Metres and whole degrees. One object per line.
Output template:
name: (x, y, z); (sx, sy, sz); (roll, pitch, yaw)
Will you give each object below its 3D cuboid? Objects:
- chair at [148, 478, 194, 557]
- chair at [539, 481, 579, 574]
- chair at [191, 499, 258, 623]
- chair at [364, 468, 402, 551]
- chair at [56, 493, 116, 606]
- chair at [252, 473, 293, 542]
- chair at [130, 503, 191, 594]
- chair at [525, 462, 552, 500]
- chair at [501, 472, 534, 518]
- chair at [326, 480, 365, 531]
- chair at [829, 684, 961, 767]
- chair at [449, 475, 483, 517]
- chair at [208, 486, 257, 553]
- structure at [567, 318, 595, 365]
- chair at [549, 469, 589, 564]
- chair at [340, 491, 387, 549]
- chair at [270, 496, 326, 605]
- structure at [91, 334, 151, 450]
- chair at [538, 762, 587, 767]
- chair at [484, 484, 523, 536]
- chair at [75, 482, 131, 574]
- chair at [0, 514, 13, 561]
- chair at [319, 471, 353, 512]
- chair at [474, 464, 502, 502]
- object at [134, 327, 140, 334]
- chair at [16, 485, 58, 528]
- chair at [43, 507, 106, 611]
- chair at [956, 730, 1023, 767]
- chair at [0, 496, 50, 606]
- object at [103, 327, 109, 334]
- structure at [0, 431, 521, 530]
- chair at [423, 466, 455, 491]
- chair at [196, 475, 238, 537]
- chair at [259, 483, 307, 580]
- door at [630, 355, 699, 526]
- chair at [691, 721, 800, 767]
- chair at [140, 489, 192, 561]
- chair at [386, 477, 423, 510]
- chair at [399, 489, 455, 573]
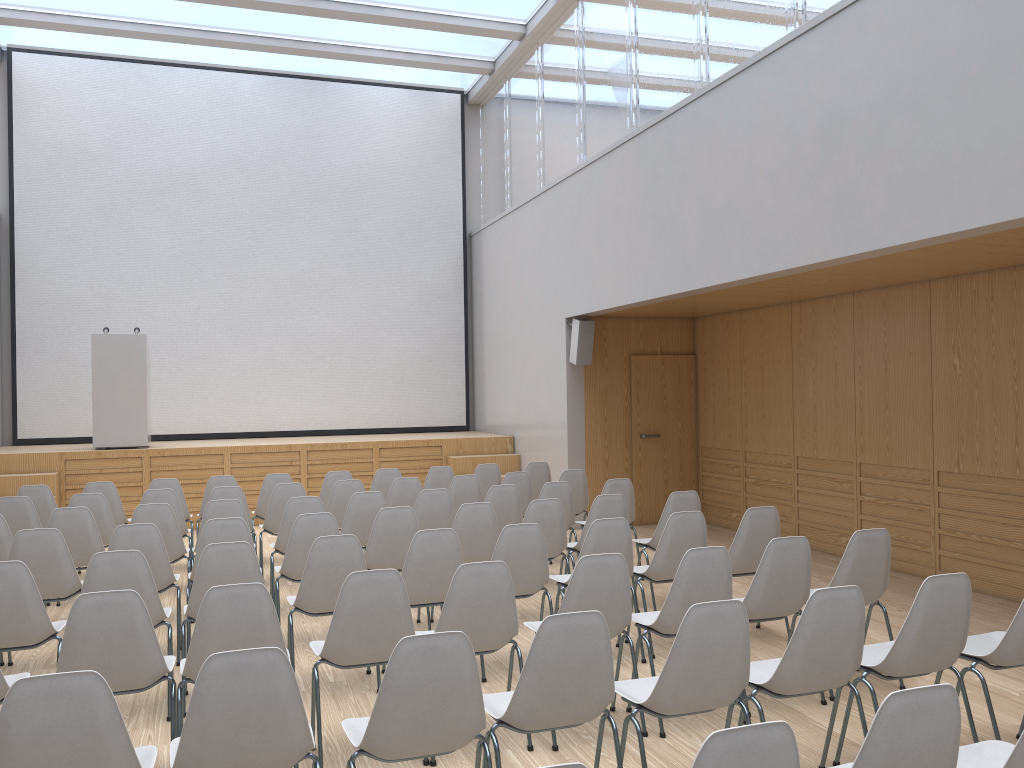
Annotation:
chair: (-3.260, 1.308, 8.372); (0.479, 0.876, 0.505); (-1, 0, -19)
chair: (0.298, 1.240, 7.502); (0.479, 0.876, 0.505); (-1, 0, -19)
chair: (-2.151, 1.275, 6.637); (0.479, 0.876, 0.505); (-1, 0, -19)
chair: (-1.307, 1.280, 9.057); (0.479, 0.876, 0.505); (-1, 0, -19)
chair: (-3.416, 1.301, 7.219); (0.479, 0.876, 0.505); (-1, 0, -19)
chair: (-2.302, 1.294, 8.678); (0.479, 0.876, 0.505); (-1, 0, -19)
chair: (-2.594, 1.282, 6.465); (0.479, 0.876, 0.505); (-1, 0, -19)
chair: (0.199, 1.258, 9.552); (0.479, 0.876, 0.505); (-1, 0, -19)
chair: (-0.025, 1.253, 8.438); (0.479, 0.876, 0.505); (-1, 0, -19)
chair: (-1.495, 1.274, 7.947); (0.479, 0.876, 0.505); (-1, 0, -19)
chair: (0.939, 1.190, 2.428); (0.479, 0.876, 0.505); (-1, 0, -19)
chair: (-0.489, 1.259, 8.218); (0.479, 0.876, 0.505); (-1, 0, -19)
chair: (-2.426, 1.287, 7.557); (0.479, 0.876, 0.505); (-1, 0, -19)
structure: (0.796, -0.486, 10.183); (0.196, 0.542, 0.368); (-1, 0, -19)
chair: (0.503, 1.245, 8.557); (0.479, 0.876, 0.505); (-1, 0, -19)
chair: (-1.174, 1.261, 6.990); (0.479, 0.876, 0.505); (-1, 0, -19)
chair: (-1.594, 1.267, 6.741); (0.479, 0.876, 0.505); (-1, 0, -19)
structure: (-4.781, 0.096, 10.877); (0.605, 1.379, 0.605); (-1, 0, -19)
chair: (-0.021, 1.203, 1.995); (0.479, 0.876, 0.505); (-1, 0, -19)
chair: (-0.141, 1.247, 7.323); (0.479, 0.876, 0.505); (-1, 0, -19)
chair: (-3.757, 1.315, 8.159); (0.479, 0.876, 0.505); (-1, 0, -19)
chair: (-3.578, 1.295, 6.107); (0.479, 0.876, 0.505); (-1, 0, -19)
chair: (-1.757, 1.286, 8.842); (0.479, 0.876, 0.505); (-1, 0, -19)
chair: (-0.325, 1.266, 9.403); (0.479, 0.876, 0.505); (-1, 0, -19)
object: (-4.590, -0.550, 10.881); (0.252, 0.305, 0.166); (-1, 0, 43)
chair: (-4.233, 1.321, 7.953); (0.479, 0.876, 0.505); (-1, 0, -19)
chair: (-3.110, 1.289, 6.339); (0.479, 0.876, 0.505); (-1, 0, -19)
chair: (1.437, 1.182, 2.579); (0.479, 0.876, 0.505); (-1, 0, -19)
chair: (-3.928, 1.309, 7.087); (0.479, 0.876, 0.505); (-1, 0, -19)
object: (-4.919, -0.546, 10.769); (0.252, 0.305, 0.166); (-1, 0, 43)
structure: (-3.252, 1.279, 11.619); (6.551, 1.027, 2.728); (-1, 0, -19)
chair: (-0.793, 1.272, 9.214); (0.479, 0.876, 0.505); (-1, 0, -19)
chair: (-2.796, 1.301, 8.560); (0.479, 0.876, 0.505); (-1, 0, -19)
chair: (-1.965, 1.281, 7.757); (0.479, 0.876, 0.505); (-1, 0, -19)
door: (1.859, 0.665, 10.660); (0.873, 2.024, 0.108); (-1, 0, -19)
chair: (0.453, 1.196, 2.200); (0.479, 0.876, 0.505); (-1, 0, -19)
chair: (-2.941, 1.295, 7.443); (0.479, 0.876, 0.505); (-1, 0, -19)
chair: (-1.005, 1.267, 8.085); (0.479, 0.876, 0.505); (-1, 0, -19)
chair: (-0.672, 1.254, 7.099); (0.479, 0.876, 0.505); (-1, 0, -19)
